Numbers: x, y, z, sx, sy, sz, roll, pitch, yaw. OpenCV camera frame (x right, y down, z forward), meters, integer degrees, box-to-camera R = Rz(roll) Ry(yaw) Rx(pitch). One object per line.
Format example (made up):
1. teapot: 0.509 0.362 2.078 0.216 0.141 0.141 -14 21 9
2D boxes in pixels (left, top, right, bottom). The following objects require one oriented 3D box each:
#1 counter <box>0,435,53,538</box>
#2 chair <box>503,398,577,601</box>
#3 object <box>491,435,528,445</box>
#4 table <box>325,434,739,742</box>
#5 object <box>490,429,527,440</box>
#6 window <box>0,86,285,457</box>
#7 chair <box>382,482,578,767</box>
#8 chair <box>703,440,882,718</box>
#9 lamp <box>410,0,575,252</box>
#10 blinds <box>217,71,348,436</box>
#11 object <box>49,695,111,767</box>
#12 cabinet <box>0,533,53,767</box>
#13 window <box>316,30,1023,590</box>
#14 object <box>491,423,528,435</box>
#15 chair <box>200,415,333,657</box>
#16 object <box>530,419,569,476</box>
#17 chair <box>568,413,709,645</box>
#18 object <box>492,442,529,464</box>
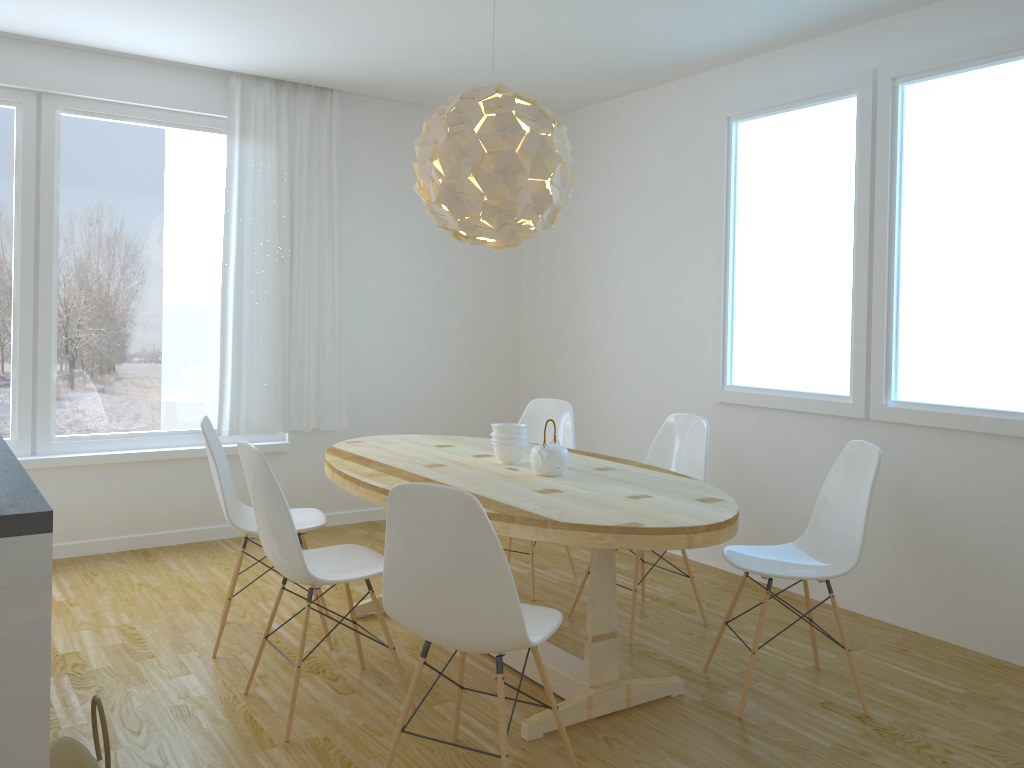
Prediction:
1. counter: -1.751 0.171 2.426 0.601 0.040 2.406 -2 5 -34
2. chair: 0.066 0.541 4.468 0.430 0.901 0.523 2 2 31
3. object: -0.012 0.259 3.624 0.151 0.093 0.152 1 3 5
4. table: -0.043 0.695 3.500 1.193 0.724 2.194 -1 4 -35
5. object: -0.015 0.235 3.623 0.150 0.095 0.152 0 3 -17
6. window: -2.531 -0.582 4.701 2.727 1.916 0.088 -1 2 -34
7. chair: -0.097 0.683 2.434 0.430 0.901 0.523 2 2 26
8. chair: 1.009 0.653 3.171 0.523 0.901 0.430 1 1 -4
9. lamp: -0.061 -1.078 3.461 0.647 1.134 0.640 0 2 -35
10. blinds: -1.329 -0.782 5.276 0.794 2.158 0.150 1 1 -34
11. object: -0.646 0.891 2.247 0.471 0.501 1.191 3 4 34
12. cabinet: -1.761 0.646 2.431 0.600 0.908 2.406 0 4 -34
13. window: 0.624 -0.363 3.307 2.549 2.051 1.883 -1 3 -34
14. object: -0.012 0.207 3.626 0.152 0.087 0.152 1 3 -6
15. chair: -1.000 0.580 3.624 0.523 0.901 0.430 1 1 -14
16. object: 0.132 0.239 3.369 0.177 0.211 0.147 0 2 -35
17. chair: 0.589 0.591 3.912 0.523 0.901 0.430 0 2 -34
18. object: -0.009 0.282 3.625 0.152 0.082 0.152 1 3 5
